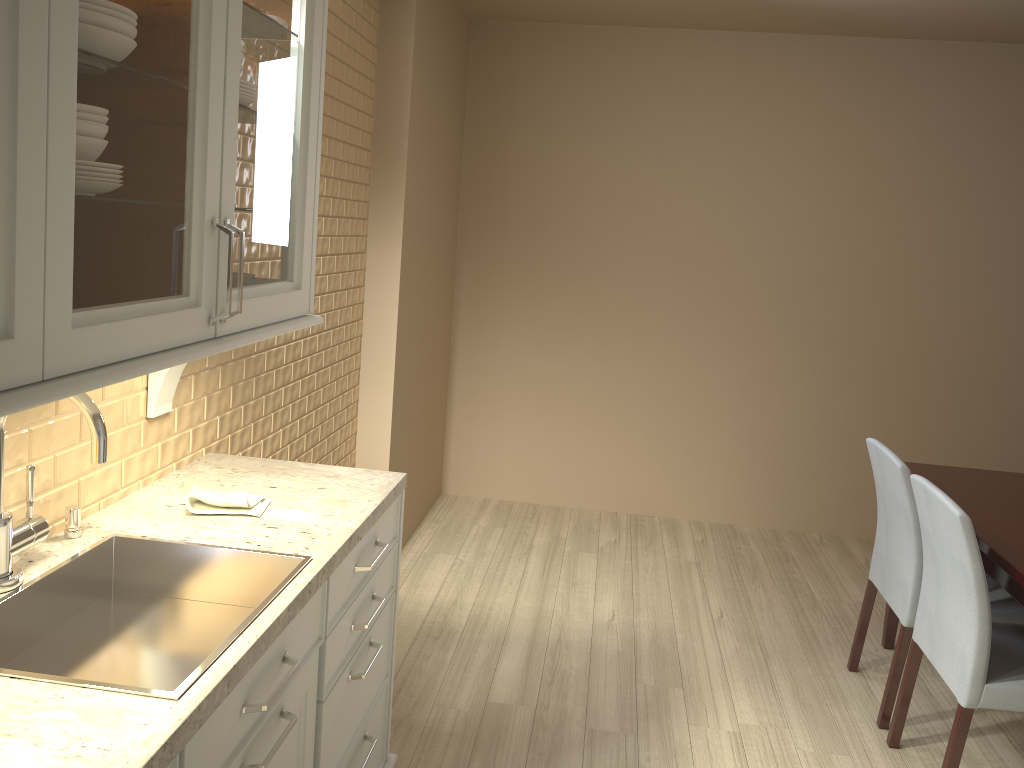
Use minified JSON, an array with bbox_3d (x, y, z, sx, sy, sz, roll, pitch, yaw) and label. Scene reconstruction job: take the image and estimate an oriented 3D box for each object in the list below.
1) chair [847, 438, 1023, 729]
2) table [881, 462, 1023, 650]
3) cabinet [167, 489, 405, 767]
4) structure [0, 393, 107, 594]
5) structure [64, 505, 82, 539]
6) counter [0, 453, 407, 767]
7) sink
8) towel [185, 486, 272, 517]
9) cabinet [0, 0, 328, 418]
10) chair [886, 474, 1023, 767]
[{"bbox_3d":[1.376,0.621,2.796,0.506,0.821,0.402,5,7,6],"label":"chair"},{"bbox_3d":[1.616,0.793,2.359,0.751,0.674,1.775,5,10,6],"label":"table"},{"bbox_3d":[-0.715,0.783,1.147,0.638,0.786,2.239,5,10,6],"label":"cabinet"},{"bbox_3d":[-0.722,0.152,1.367,0.211,0.334,0.142,6,7,16],"label":"structure"},{"bbox_3d":[-0.791,0.249,1.593,0.029,0.056,0.029,0,8,-28],"label":"structure"},{"bbox_3d":[-0.646,0.392,1.091,0.523,0.035,2.218,5,10,6],"label":"counter"},{"bbox_3d":[-0.586,0.534,1.373,0.380,0.412,0.489,5,8,6],"label":"sink"},{"bbox_3d":[-0.586,0.231,1.827,0.171,0.050,0.166,3,10,-8],"label":"towel"},{"bbox_3d":[-0.645,-0.326,1.006,0.411,1.103,1.946,5,9,6],"label":"cabinet"},{"bbox_3d":[1.320,0.697,2.345,0.506,0.821,0.402,5,7,6],"label":"chair"}]
